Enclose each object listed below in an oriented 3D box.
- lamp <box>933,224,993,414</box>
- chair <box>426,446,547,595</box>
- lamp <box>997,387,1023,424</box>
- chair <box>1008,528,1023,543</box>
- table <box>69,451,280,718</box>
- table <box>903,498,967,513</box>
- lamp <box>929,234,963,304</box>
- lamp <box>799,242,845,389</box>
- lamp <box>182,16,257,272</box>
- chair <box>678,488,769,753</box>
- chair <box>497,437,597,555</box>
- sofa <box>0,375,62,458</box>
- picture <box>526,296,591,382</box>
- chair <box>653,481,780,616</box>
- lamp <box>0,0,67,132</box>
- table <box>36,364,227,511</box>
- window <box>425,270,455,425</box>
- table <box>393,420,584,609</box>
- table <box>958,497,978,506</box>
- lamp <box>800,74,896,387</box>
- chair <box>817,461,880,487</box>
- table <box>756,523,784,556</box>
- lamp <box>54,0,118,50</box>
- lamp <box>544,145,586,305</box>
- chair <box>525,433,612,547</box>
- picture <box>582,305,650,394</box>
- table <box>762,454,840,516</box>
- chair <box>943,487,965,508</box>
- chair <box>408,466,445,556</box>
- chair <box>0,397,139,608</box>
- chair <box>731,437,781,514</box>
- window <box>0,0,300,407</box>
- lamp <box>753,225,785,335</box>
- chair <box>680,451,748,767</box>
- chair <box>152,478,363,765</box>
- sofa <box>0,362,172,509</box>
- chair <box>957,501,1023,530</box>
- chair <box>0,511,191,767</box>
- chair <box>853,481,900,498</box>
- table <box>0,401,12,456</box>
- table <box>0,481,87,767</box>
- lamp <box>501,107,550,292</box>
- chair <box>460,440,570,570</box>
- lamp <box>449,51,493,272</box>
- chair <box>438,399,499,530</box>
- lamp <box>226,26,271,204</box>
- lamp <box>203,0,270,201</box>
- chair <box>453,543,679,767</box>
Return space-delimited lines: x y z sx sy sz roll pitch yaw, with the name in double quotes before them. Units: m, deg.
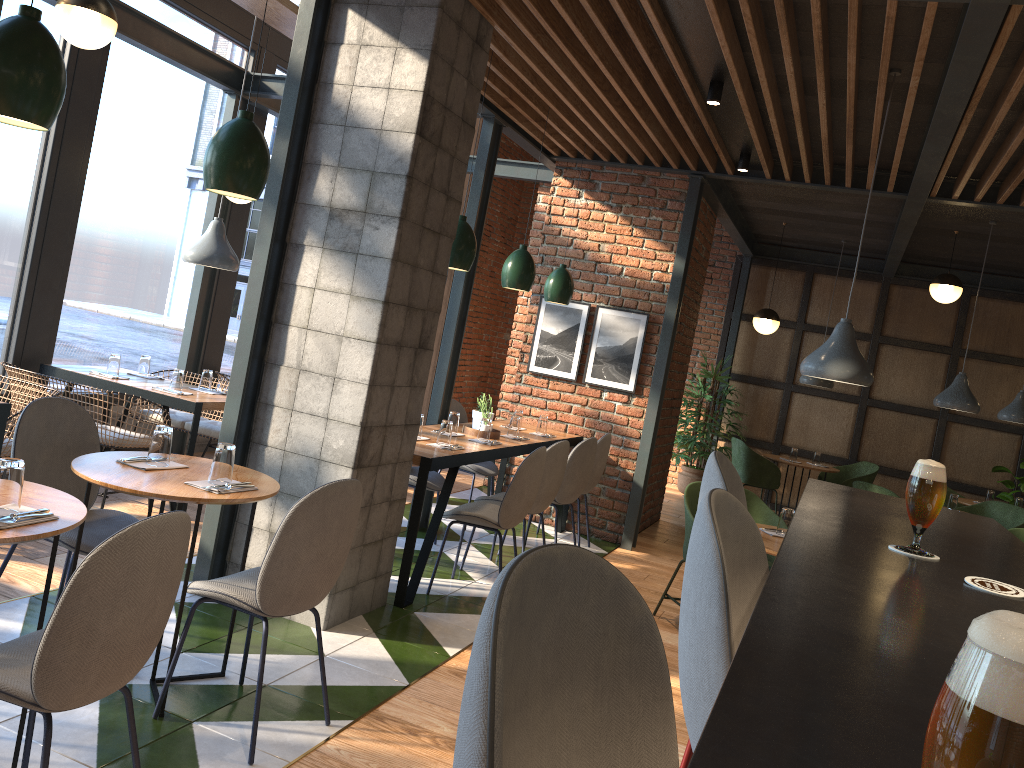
"lamp" 4.073 -1.992 7.291 0.351 4.489 0.354 10 0 -34
"chair" -0.133 0.729 4.874 0.509 0.887 0.417 11 1 17
"lamp" 5.246 -1.834 8.458 0.351 4.489 0.354 10 0 -34
"chair" 3.375 1.382 5.639 0.640 0.818 0.514 11 1 21
"table" -1.247 0.684 3.143 0.702 0.747 0.697 12 2 31
"table" 3.452 1.373 7.312 0.804 0.687 0.811 10 2 -28
"lamp" 4.206 -2.585 7.910 0.268 3.793 0.268 11 0 0
"lamp" 3.662 -2.185 9.451 0.351 4.489 0.354 10 0 -34
"lamp" -1.501 -2.949 5.603 0.352 4.489 0.354 11 0 -18
"chair" 0.454 0.841 1.479 0.509 1.243 0.417 11 1 26
"chair" 0.249 0.743 5.954 0.509 0.887 0.417 11 1 27
"sofa" -2.885 0.307 4.561 1.095 0.732 0.469 11 1 21
"picture" 0.374 -0.369 7.137 0.431 0.631 0.015 11 0 21
"chair" 1.216 1.012 4.974 0.637 0.818 0.516 10 1 -14
"lamp" -1.117 -1.675 2.296 0.224 2.021 0.223 11 0 24
"table" -2.419 0.340 5.818 1.275 0.706 0.657 12 2 21
"window" -1.296 -0.718 10.563 0.097 2.699 2.131 11 1 20
"table" -0.287 0.709 5.845 0.660 0.765 2.767 11 3 20
"table" 4.595 1.525 8.483 0.810 0.687 0.806 11 2 21
"lamp" 2.031 -2.221 4.423 0.351 4.489 0.354 10 0 -34
"chair" 3.567 1.209 9.539 0.514 0.818 0.639 11 1 -5
"table" 1.373 1.137 4.442 0.804 0.687 0.811 9 2 -39
"lamp" -1.666 -3.437 4.135 0.267 3.793 0.269 10 0 -26
"lamp" 0.522 -1.604 6.687 0.224 2.021 0.223 11 0 24
"chair" 0.403 0.743 6.480 0.509 0.887 0.417 11 1 17
"picture" 0.815 -0.277 6.967 0.431 0.631 0.015 11 0 21
"table" 3.028 1.177 9.492 0.804 0.687 0.811 10 2 -30
"chair" 4.335 1.388 8.891 0.636 0.818 0.517 10 1 -38
"chair" -0.661 0.585 5.699 0.509 0.887 0.417 11 1 17
"chair" -1.636 0.529 3.328 0.509 0.887 0.417 11 1 22
"chair" 2.558 1.024 9.441 0.514 0.818 0.639 11 1 -5
"window" -3.014 -2.624 4.985 0.128 5.596 8.703 11 2 20
"lamp" 2.933 -2.372 9.073 0.267 3.793 0.269 10 0 -26
"chair" 0.647 0.834 2.290 0.509 1.243 0.417 11 1 21
"chair" -0.828 0.700 2.982 0.509 0.887 0.417 11 1 27
"sofa" -2.614 0.319 5.288 1.095 0.732 0.469 11 1 21
"chair" 3.961 1.393 7.496 0.513 0.818 0.641 10 1 -20
"chair" -1.113 0.692 2.139 0.509 0.887 0.417 11 1 17
"chair" 3.011 1.233 7.136 0.513 0.818 0.641 10 1 -25
"table" -3.085 0.311 4.032 1.275 0.706 0.657 12 2 21
"table" -1.558 0.670 2.310 0.697 0.747 0.702 10 2 -27
"lamp" 0.211 -1.617 5.854 0.224 2.021 0.223 11 0 24
"chair" 0.029 0.730 5.425 0.509 0.887 0.417 11 1 27
"lamp" -0.143 -1.633 4.907 0.224 2.021 0.223 11 0 24
"chair" -0.344 0.593 6.669 0.509 0.887 0.417 11 1 27
"lamp" -1.656 -3.182 6.460 0.268 3.793 0.269 11 0 -11
"lamp" -0.806 -1.662 3.129 0.224 2.021 0.223 11 0 24
"chair" 0.117 0.815 0.773 0.510 1.243 0.417 11 1 32
